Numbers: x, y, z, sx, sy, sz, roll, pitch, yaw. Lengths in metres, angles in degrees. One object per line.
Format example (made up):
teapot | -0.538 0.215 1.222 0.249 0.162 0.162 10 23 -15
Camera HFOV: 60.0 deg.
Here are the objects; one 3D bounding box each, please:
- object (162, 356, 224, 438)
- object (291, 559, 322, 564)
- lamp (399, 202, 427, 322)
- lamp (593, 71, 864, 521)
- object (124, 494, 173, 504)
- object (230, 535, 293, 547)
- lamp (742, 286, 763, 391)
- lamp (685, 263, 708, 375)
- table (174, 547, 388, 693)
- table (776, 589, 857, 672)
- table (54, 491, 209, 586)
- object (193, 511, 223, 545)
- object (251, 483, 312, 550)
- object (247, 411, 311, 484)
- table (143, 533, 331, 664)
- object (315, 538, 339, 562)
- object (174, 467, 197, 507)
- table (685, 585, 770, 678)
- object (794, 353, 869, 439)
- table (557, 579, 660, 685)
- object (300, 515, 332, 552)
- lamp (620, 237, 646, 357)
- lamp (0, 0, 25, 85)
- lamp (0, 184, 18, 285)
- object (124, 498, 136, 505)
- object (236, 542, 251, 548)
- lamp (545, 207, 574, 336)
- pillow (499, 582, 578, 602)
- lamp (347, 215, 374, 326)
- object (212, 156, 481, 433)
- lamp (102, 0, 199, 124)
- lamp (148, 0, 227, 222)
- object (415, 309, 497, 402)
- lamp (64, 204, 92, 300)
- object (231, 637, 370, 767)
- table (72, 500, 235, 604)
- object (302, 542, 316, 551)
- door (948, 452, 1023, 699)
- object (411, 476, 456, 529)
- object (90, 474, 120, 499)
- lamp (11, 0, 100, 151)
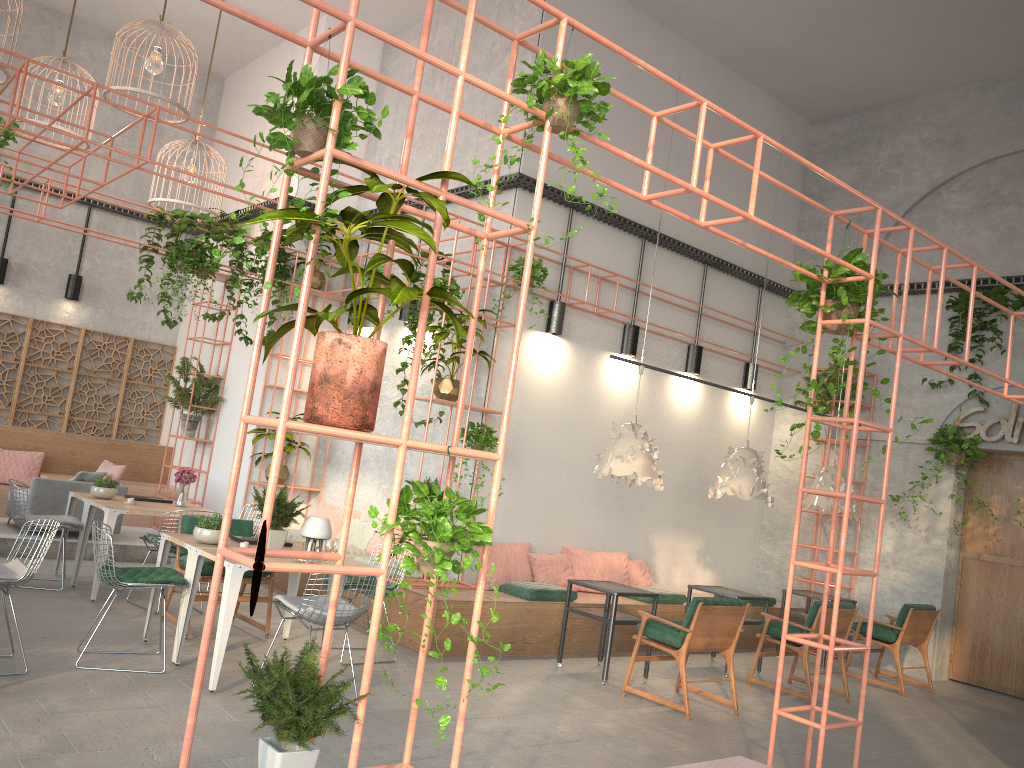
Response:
object | -4.391 0.182 12.209 0.900 1.097 0.894 9 -6 -10
object | -1.465 1.254 6.309 0.218 0.041 0.218 12 -6 -31
lamp | -1.118 -1.432 10.362 0.185 1.425 0.179 13 -7 -39
lamp | 2.705 -0.728 9.545 4.456 4.052 0.704 13 -7 -39
object | -3.809 1.206 9.297 0.427 0.031 0.268 13 -7 -39
object | -2.010 1.261 7.121 0.427 0.031 0.268 13 -7 -39
lamp | 3.292 -0.625 12.010 0.179 1.425 0.185 13 -7 -39
lamp | 2.377 -0.833 11.248 0.179 1.425 0.185 13 -7 -39
table | -1.649 1.681 6.400 1.214 0.830 0.694 13 -7 -39
table | 3.522 2.850 10.297 0.602 0.798 0.635 13 -7 -39
table | -3.894 1.612 9.109 1.205 0.830 0.694 13 -7 -39
object | -2.247 1.071 6.641 0.254 0.247 0.248 13 -7 -39
object | -1.789 0.997 6.672 0.368 0.527 0.438 13 -7 -39
object | -2.954 0.784 11.175 0.903 0.919 0.934 6 -6 22
table | -2.095 1.667 6.934 1.205 0.830 0.694 13 -7 -39
object | -1.367 1.254 6.712 0.165 0.154 0.210 4 -7 40
object | -3.388 1.060 9.147 0.213 0.414 0.225 3 -7 43
table | 2.194 2.548 9.191 0.602 0.798 0.635 13 -7 -39
object | 4.121 0.172 11.482 0.894 1.101 0.900 6 -6 20
table | 0.865 2.247 8.085 0.602 0.798 0.635 13 -7 -39
object | -1.503 1.168 6.772 0.241 0.313 0.241 8 -5 6
lamp | 1.471 -1.039 10.493 0.179 1.425 0.185 13 -7 -39
lamp | -4.427 -4.400 7.555 0.883 3.476 0.883 7 -6 13
lamp | -7.059 -2.105 12.375 0.185 1.436 0.185 8 -5 1
object | -3.714 1.137 8.633 0.115 0.078 0.115 12 -7 -33
object | -1.972 1.190 6.527 0.115 0.078 0.115 12 -7 -33
lamp | 0.556 -1.246 9.732 0.179 1.425 0.185 13 -7 -39
pillow | 0.269 2.082 8.880 0.637 0.149 0.491 13 -7 -38
lamp | -1.888 -1.455 11.293 0.185 1.425 0.179 13 -7 -39
object | -0.571 -0.325 3.058 0.924 0.946 0.923 7 -6 17
lamp | -3.728 -4.724 9.825 0.883 3.476 0.883 7 -6 13
lamp | -4.000 -3.942 11.663 0.883 3.476 0.883 7 -6 13
object | -0.582 -0.309 8.580 0.903 0.947 0.934 7 -6 12
lamp | -6.317 -1.936 12.992 0.179 1.436 0.185 13 -7 -39
object | -0.761 1.133 3.030 0.368 0.527 0.438 13 -7 -39
table | -3.447 1.626 8.575 1.214 0.830 0.694 13 -7 -39
object | -1.509 1.231 6.549 0.095 0.119 0.095 10 -6 -15
door | 6.005 2.212 10.338 0.551 2.729 1.360 13 -7 -39
object | -0.798 1.149 8.572 0.368 0.527 0.438 13 -7 -39
object | -4.046 1.016 8.816 0.254 0.247 0.248 13 -7 -39
lamp | -5.226 -4.643 10.661 0.883 3.476 0.883 7 -6 13
